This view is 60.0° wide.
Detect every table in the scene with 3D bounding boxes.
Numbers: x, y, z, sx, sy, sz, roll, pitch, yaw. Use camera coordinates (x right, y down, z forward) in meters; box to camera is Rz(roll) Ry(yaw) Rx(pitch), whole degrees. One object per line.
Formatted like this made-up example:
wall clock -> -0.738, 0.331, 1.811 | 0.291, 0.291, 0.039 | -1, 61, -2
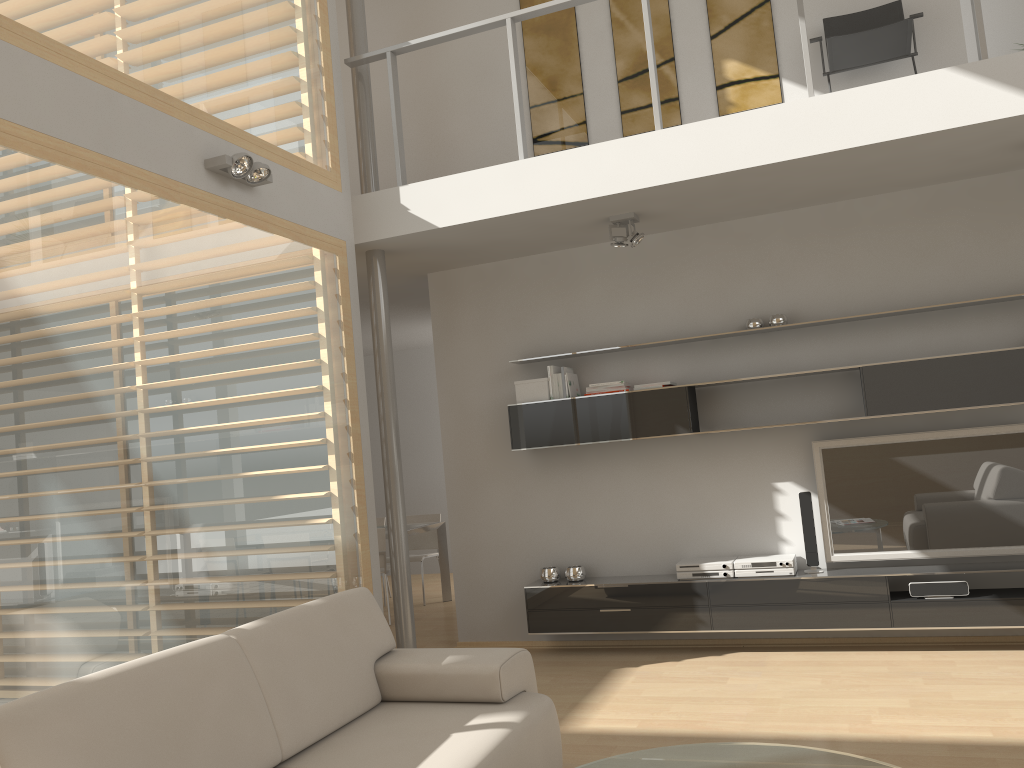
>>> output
table -> -1.785, 1.788, 8.408 | 2.199, 0.746, 0.900 | -7, -5, 21
table -> 0.556, 1.278, 2.197 | 1.198, 0.370, 1.198 | -9, -6, 38

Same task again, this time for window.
window -> -1.642, -2.406, 4.212 | 0.020, 2.200, 2.525 | -7, -5, 21
window -> -1.382, 0.424, 3.990 | 0.020, 2.500, 2.525 | -7, -5, 21

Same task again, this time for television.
television -> 2.444, 0.647, 5.204 | 1.224, 0.735, 0.096 | -7, -5, 21

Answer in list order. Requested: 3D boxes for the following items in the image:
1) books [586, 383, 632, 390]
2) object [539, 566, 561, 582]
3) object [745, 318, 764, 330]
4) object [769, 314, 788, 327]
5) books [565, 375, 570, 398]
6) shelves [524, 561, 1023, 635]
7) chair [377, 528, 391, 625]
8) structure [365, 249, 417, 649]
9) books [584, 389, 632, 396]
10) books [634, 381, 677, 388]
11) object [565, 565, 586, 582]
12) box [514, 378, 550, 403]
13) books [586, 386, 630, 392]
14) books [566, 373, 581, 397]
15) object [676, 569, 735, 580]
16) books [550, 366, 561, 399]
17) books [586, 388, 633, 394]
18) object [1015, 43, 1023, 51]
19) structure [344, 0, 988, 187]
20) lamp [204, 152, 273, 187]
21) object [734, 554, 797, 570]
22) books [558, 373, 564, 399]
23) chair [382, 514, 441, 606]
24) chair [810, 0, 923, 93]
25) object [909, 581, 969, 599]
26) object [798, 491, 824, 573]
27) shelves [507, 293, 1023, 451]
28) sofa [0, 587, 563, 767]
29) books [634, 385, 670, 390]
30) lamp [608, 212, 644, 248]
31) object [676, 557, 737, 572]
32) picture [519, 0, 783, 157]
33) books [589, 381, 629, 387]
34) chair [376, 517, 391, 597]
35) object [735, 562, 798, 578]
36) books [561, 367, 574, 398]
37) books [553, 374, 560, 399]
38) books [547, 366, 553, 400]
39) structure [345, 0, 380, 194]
books -> 0.634, 0.021, 5.798 | 0.254, 0.015, 0.190 | -7, -5, 22
object -> 0.255, 1.277, 5.944 | 0.143, 0.091, 0.143 | -2, -6, -37
object -> 1.526, -0.374, 5.577 | 0.115, 0.081, 0.115 | -5, -4, 1
object -> 1.646, -0.392, 5.486 | 0.115, 0.081, 0.115 | -5, -4, 1
books -> 0.394, 0.020, 5.917 | 0.009, 0.156, 0.207 | -7, -5, 21
shelves -> 2.113, 1.251, 5.195 | 4.236, 0.312, 0.300 | -7, -5, 21
chair -> -1.258, 1.653, 7.689 | 0.455, 0.807, 0.501 | -5, -4, 1
structure -> -0.755, 0.491, 5.582 | 0.121, 2.700, 0.122 | -6, -5, 9
books -> 0.645, 0.060, 5.797 | 0.297, 0.013, 0.210 | -7, -5, 21
books -> 0.925, 0.010, 5.701 | 0.230, 0.017, 0.227 | -7, -5, 21
object -> 0.420, 1.257, 5.881 | 0.143, 0.091, 0.143 | -2, -6, -37
box -> 0.170, 0.049, 5.977 | 0.232, 0.149, 0.232 | -7, -5, 21
books -> 0.629, 0.037, 5.803 | 0.254, 0.015, 0.190 | -7, -5, 17
books -> 0.412, 0.013, 5.924 | 0.023, 0.169, 0.230 | -7, -5, 21
object -> 1.223, 1.178, 5.543 | 0.349, 0.049, 0.262 | -7, -5, 21
books -> 0.312, -0.004, 5.962 | 0.017, 0.227, 0.230 | -7, -5, 21
books -> 0.640, 0.049, 5.799 | 0.268, 0.011, 0.190 | -7, -5, 22
object -> 3.801, -2.153, 5.214 | 1.331, 1.069, 1.491 | -7, -5, 18
structure -> 1.503, -1.905, 4.641 | 5.400, 0.900, 0.080 | -7, -5, 21
lamp -> -1.312, -1.046, 4.349 | 0.183, 0.110, 0.360 | -7, -5, 21
object -> 1.549, 1.089, 5.422 | 0.349, 0.049, 0.262 | -7, -5, 21
books -> 0.361, 0.019, 5.942 | 0.027, 0.169, 0.230 | -7, -5, 21
chair -> -0.959, 1.698, 8.608 | 0.455, 0.807, 0.501 | -7, -5, 21
chair -> 2.089, -1.879, 5.170 | 0.628, 0.825, 0.537 | -7, -5, 21
object -> 2.400, 1.156, 4.993 | 0.300, 0.092, 0.085 | -7, -5, 21
object -> 1.800, 0.893, 5.370 | 0.111, 0.483, 0.116 | -7, -5, 17
shelves -> 2.004, 0.060, 5.289 | 4.236, 0.914, 0.300 | -7, -5, 21
sofa -> -0.667, 1.193, 2.760 | 1.168, 0.846, 2.093 | -7, -5, 21
books -> 0.916, 0.027, 5.709 | 0.190, 0.015, 0.254 | -8, -5, 27
lamp -> 0.694, -0.919, 5.379 | 0.214, 0.195, 0.150 | -7, -5, 21
object -> 1.219, 1.129, 5.547 | 0.349, 0.049, 0.262 | -7, -5, 21
picture -> 0.857, -2.582, 6.001 | 1.684, 1.800, 0.010 | -7, -5, 21
books -> 0.640, 0.005, 5.811 | 0.227, 0.017, 0.230 | -6, -5, 16
chair -> -1.544, 1.772, 8.866 | 0.455, 0.807, 0.501 | -7, -5, 21
object -> 1.555, 1.138, 5.423 | 0.349, 0.049, 0.250 | -7, -5, 21
books -> 0.377, -0.004, 5.923 | 0.021, 0.210, 0.207 | -7, -5, 21
books -> 0.332, 0.022, 5.944 | 0.027, 0.169, 0.230 | -7, -5, 21
books -> 0.292, -0.002, 5.962 | 0.017, 0.227, 0.230 | -7, -5, 21
structure -> -1.014, -2.338, 5.805 | 0.121, 2.400, 0.122 | -6, -5, 9
